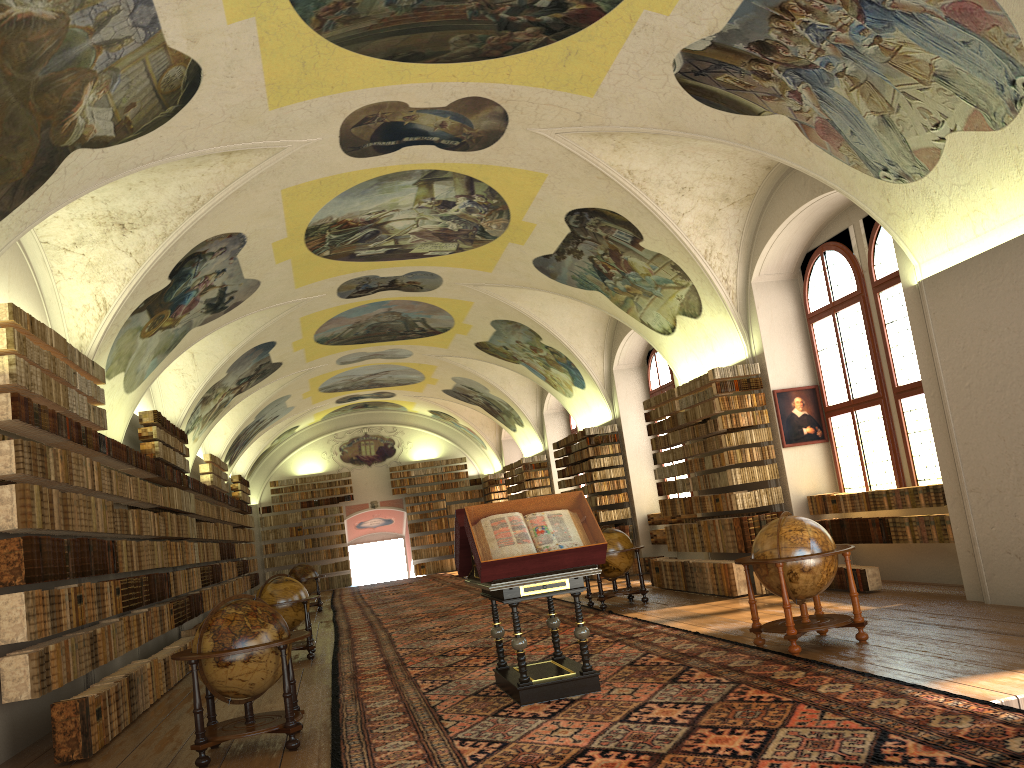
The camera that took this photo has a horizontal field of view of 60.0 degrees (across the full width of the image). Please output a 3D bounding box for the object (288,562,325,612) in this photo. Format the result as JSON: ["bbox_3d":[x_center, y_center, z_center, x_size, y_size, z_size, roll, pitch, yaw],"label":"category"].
[{"bbox_3d":[-5.996,5.866,25.528,1.281,1.445,1.280,-13,-9,30],"label":"object"}]

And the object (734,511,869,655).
[{"bbox_3d":[3.126,2.114,9.696,1.281,1.445,1.280,-12,-9,25],"label":"object"}]

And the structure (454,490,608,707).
[{"bbox_3d":[0.195,2.199,9.261,1.244,1.976,1.897,-6,-8,-12],"label":"structure"}]

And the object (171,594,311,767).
[{"bbox_3d":[-2.544,2.737,8.447,1.282,1.445,1.279,-15,-10,39],"label":"object"}]

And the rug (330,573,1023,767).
[{"bbox_3d":[-1.475,4.873,18.833,4.702,0.064,37.023,-6,-9,-13],"label":"rug"}]

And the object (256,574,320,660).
[{"bbox_3d":[-3.853,3.925,14.936,1.281,1.445,1.280,-12,-9,25],"label":"object"}]

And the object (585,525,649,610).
[{"bbox_3d":[1.818,3.303,16.186,1.282,1.445,1.279,-15,-10,39],"label":"object"}]
